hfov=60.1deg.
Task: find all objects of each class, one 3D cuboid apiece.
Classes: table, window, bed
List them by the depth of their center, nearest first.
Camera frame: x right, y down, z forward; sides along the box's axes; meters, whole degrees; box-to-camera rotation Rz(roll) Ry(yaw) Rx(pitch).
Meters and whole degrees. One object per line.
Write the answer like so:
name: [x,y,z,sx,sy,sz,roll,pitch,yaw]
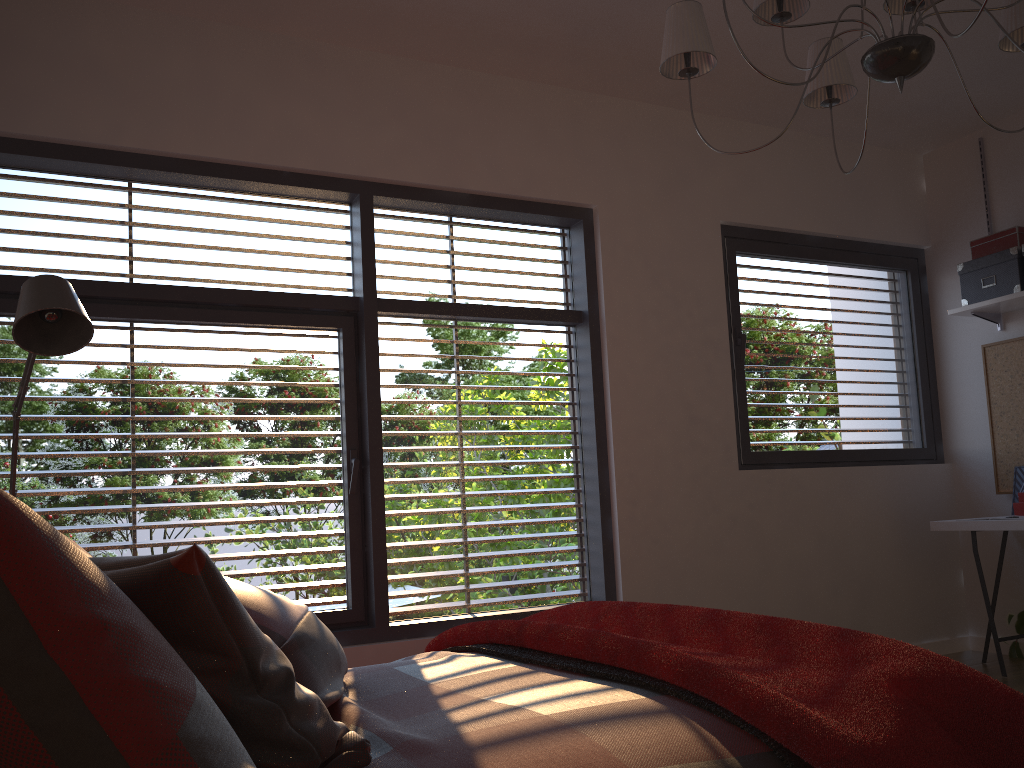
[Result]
bed: [-0.196,0.809,1.881,2.313,0.765,2.049,1,-9,-26]
window: [-0.780,0.101,3.691,2.637,1.930,0.171,1,-6,-26]
table: [2.789,0.964,3.944,0.558,0.748,1.644,0,-8,-26]
window: [1.766,-0.174,4.945,1.578,1.283,0.225,1,-6,-26]

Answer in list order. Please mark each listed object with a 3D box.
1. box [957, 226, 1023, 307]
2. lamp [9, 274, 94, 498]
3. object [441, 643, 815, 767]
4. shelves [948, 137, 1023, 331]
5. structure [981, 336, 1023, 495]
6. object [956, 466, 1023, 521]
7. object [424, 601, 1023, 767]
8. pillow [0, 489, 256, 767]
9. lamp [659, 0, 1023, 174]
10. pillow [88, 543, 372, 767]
box: [2.836,-0.702,4.143,0.232,0.354,1.526,0,-9,-26]
lamp: [-1.403,0.303,2.545,0.279,1.121,0.792,1,-7,-34]
object: [0.530,0.922,2.233,1.122,0.564,2.522,1,-9,-25]
shelves: [2.831,-0.945,4.198,0.298,1.087,1.618,0,-8,-26]
structure: [2.979,0.072,4.155,0.014,0.823,1.619,0,-8,-26]
object: [2.540,0.546,4.487,0.531,0.261,0.355,2,-9,-32]
object: [0.416,0.884,2.140,0.683,0.656,2.661,0,-9,-25]
pillow: [-0.760,0.475,1.561,0.527,0.548,1.825,0,-9,-25]
lamp: [0.935,-1.208,2.229,1.247,1.073,1.107,0,-8,-26]
pillow: [-0.764,0.516,1.645,1.144,0.729,2.155,1,-9,-28]
